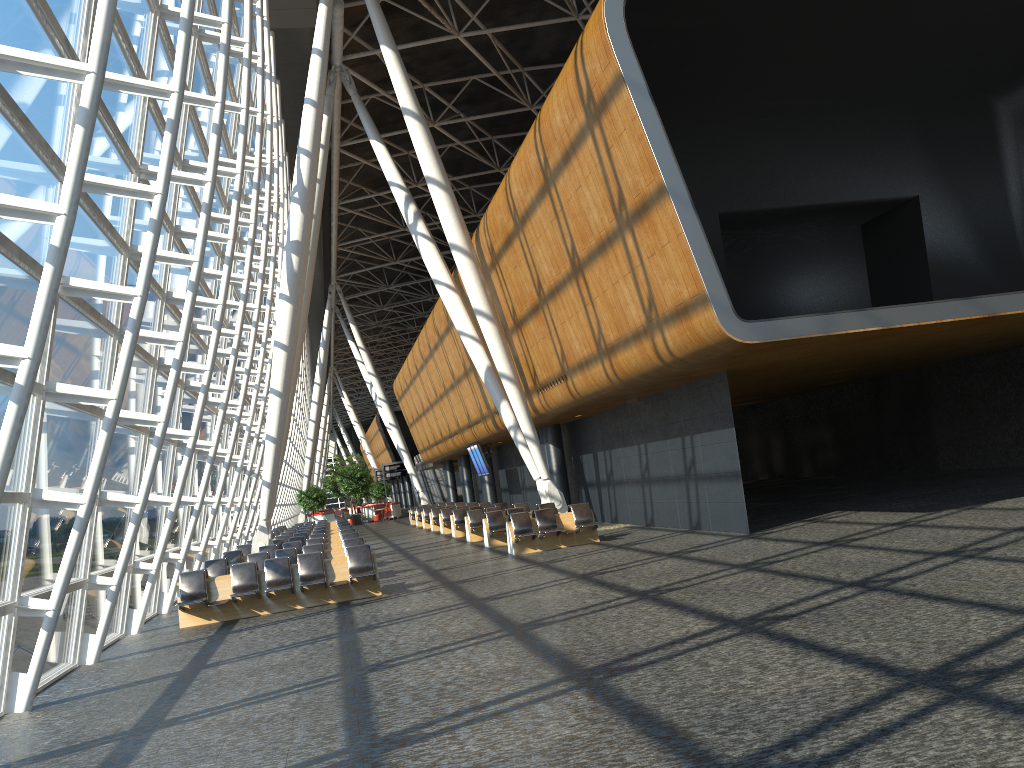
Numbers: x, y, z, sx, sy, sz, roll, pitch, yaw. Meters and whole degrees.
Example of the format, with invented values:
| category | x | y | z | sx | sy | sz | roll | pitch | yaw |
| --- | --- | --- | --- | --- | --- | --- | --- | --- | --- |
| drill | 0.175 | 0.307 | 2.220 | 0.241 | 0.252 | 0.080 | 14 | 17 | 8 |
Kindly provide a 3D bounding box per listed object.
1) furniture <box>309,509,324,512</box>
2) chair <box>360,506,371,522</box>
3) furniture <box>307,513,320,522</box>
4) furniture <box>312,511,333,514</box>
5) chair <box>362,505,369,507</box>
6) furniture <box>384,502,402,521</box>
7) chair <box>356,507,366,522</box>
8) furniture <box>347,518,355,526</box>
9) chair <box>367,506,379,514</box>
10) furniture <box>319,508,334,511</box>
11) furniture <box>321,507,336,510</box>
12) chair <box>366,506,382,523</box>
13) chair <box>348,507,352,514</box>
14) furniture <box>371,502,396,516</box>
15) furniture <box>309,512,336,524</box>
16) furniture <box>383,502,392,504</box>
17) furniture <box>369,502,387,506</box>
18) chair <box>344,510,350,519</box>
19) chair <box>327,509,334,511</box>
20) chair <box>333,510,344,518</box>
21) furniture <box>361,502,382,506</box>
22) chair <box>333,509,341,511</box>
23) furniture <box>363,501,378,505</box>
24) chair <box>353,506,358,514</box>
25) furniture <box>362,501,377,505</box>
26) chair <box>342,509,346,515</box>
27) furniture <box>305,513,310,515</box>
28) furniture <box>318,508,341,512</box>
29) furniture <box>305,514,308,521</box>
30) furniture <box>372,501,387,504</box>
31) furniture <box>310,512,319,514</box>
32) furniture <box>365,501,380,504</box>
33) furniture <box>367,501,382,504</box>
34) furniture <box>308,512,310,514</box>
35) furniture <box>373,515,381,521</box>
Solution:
| category | x | y | z | sx | sy | sz | roll | pitch | yaw |
| --- | --- | --- | --- | --- | --- | --- | --- | --- | --- |
| furniture | -21.580 | 14.720 | 100.383 | 3.241 | 0.868 | 1.671 | -7 | -5 | -12 |
| chair | -9.341 | 8.449 | 57.293 | 0.626 | 1.009 | 0.658 | -9 | -2 | 23 |
| furniture | -12.616 | 8.885 | 56.997 | 0.888 | 1.005 | 2.840 | -8 | -5 | 0 |
| furniture | -13.046 | 9.420 | 61.587 | 0.883 | 1.007 | 2.854 | -6 | -5 | -45 |
| chair | -10.113 | 9.097 | 62.500 | 0.627 | 1.009 | 0.657 | -9 | -2 | 33 |
| furniture | -7.510 | 8.033 | 55.794 | 0.888 | 1.005 | 2.840 | -8 | -5 | 0 |
| chair | -9.844 | 8.631 | 58.358 | 0.664 | 1.009 | 0.620 | -9 | -2 | 23 |
| furniture | -9.686 | 8.344 | 53.117 | 0.446 | 0.459 | 0.441 | -10 | -3 | 30 |
| chair | -8.771 | 8.261 | 56.261 | 0.666 | 1.009 | 0.619 | -9 | -2 | 33 |
| furniture | -20.366 | 13.940 | 94.509 | 3.241 | 0.868 | 1.671 | -7 | -5 | -12 |
| furniture | -22.187 | 15.110 | 103.320 | 3.241 | 0.868 | 1.671 | -7 | -5 | -12 |
| chair | -8.596 | 8.122 | 55.162 | 0.627 | 1.009 | 0.657 | -9 | -2 | 33 |
| chair | -12.443 | 10.146 | 69.441 | 0.657 | 1.009 | 0.627 | -7 | -2 | -27 |
| furniture | -8.598 | 8.472 | 58.541 | 0.883 | 1.007 | 2.854 | -6 | -5 | -45 |
| furniture | -11.529 | 8.446 | 54.249 | 0.883 | 1.007 | 2.854 | -6 | -5 | -45 |
| furniture | -9.027 | 9.007 | 63.132 | 0.888 | 1.005 | 2.840 | -8 | -5 | 0 |
| furniture | -10.115 | 9.446 | 65.879 | 0.883 | 1.007 | 2.854 | -6 | -5 | -45 |
| chair | -10.390 | 8.286 | 54.274 | 0.663 | 1.009 | 0.622 | -8 | -1 | 13 |
| chair | -14.437 | 10.444 | 69.577 | 0.666 | 1.009 | 0.618 | -10 | -2 | 43 |
| chair | -11.004 | 8.501 | 55.502 | 0.624 | 1.009 | 0.660 | -8 | -2 | 13 |
| furniture | -11.190 | 9.967 | 69.439 | 0.895 | 1.006 | 2.817 | -9 | -5 | 30 |
| chair | -12.521 | 9.475 | 62.840 | 0.624 | 1.009 | 0.660 | -8 | -2 | 13 |
| furniture | -16.227 | 14.099 | 101.747 | 1.891 | 0.868 | 1.671 | -7 | -5 | -12 |
| chair | -11.361 | 9.605 | 65.696 | 0.664 | 1.009 | 0.620 | -9 | -2 | 23 |
| furniture | -16.834 | 14.489 | 104.684 | 1.891 | 0.868 | 1.671 | -7 | -5 | -12 |
| chair | -11.907 | 9.261 | 61.612 | 0.663 | 1.009 | 0.622 | -8 | -1 | 13 |
| furniture | -17.937 | 12.380 | 82.761 | 3.241 | 0.868 | 1.671 | -7 | -5 | -12 |
| furniture | -15.018 | 10.887 | 73.059 | 0.895 | 1.006 | 2.817 | -9 | -5 | 30 |
| furniture | -16.723 | 11.601 | 76.887 | 3.241 | 0.868 | 1.671 | -7 | -5 | -12 |
| furniture | -13.191 | 12.149 | 87.062 | 1.891 | 0.868 | 1.671 | -7 | -5 | -12 |
| furniture | -14.133 | 9.859 | 64.335 | 0.888 | 1.005 | 2.840 | -8 | -5 | 0 |
| furniture | -15.619 | 13.709 | 98.810 | 1.891 | 0.868 | 1.671 | -7 | -5 | -12 |
| furniture | -15.012 | 13.319 | 95.873 | 1.891 | 0.868 | 1.671 | -7 | -5 | -12 |
| furniture | -19.151 | 13.160 | 88.635 | 3.241 | 0.868 | 1.671 | -7 | -5 | -12 |
| furniture | -8.249 | 8.216 | 53.862 | 0.443 | 0.459 | 0.444 | -8 | -3 | 0 |
